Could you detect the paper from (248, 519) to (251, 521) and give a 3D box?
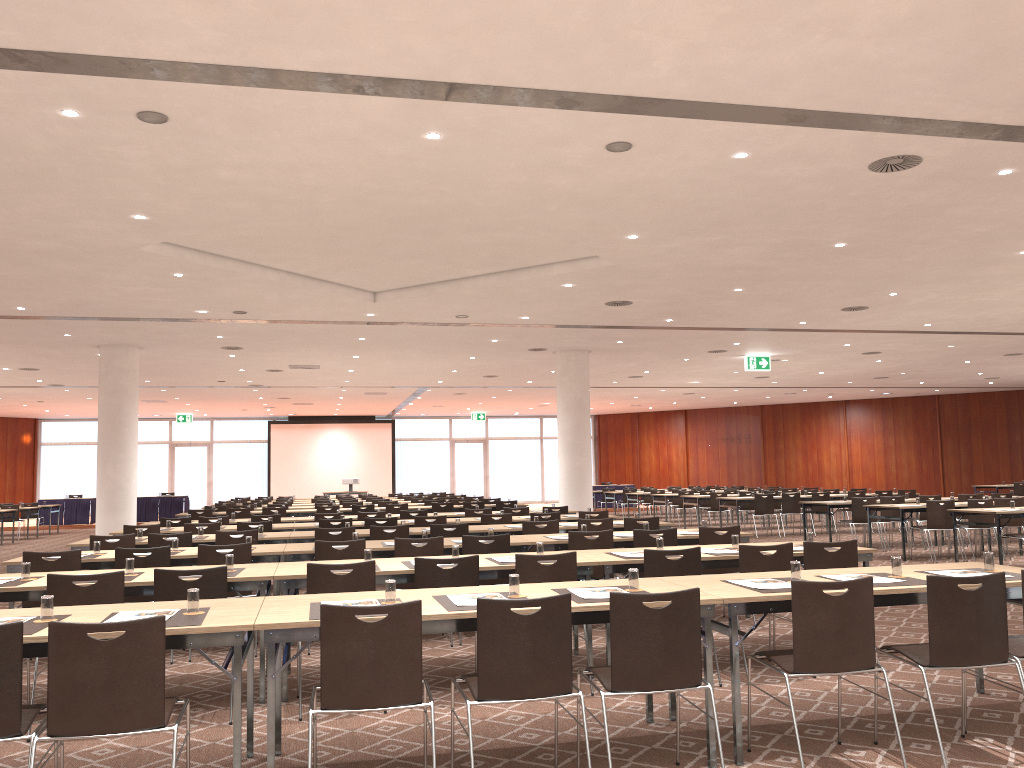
[{"bbox_3d":[-3.883,2.126,13.883,0.460,0.003,0.566,0,-6,-15],"label":"paper"}]

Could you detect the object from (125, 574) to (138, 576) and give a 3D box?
[{"bbox_3d":[-2.627,1.316,6.104,0.102,0.001,0.102,-3,-6,21],"label":"object"}]

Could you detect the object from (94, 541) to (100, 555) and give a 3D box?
[{"bbox_3d":[-3.709,1.464,7.925,0.054,0.114,0.054,-3,-6,21],"label":"object"}]

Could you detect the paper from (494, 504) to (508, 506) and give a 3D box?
[{"bbox_3d":[-0.204,2.491,18.286,0.460,0.003,0.566,0,-6,-16],"label":"paper"}]

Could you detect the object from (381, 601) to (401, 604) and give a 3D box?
[{"bbox_3d":[-0.616,1.115,4.523,0.102,0.001,0.102,-7,-8,43],"label":"object"}]

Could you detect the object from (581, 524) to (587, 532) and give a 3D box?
[{"bbox_3d":[0.723,1.471,8.914,0.054,0.114,0.054,-1,-5,-1],"label":"object"}]

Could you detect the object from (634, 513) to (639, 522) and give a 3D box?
[{"bbox_3d":[1.563,1.677,11.141,0.054,0.114,0.054,1,-6,-24],"label":"object"}]

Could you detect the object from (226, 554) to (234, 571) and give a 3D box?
[{"bbox_3d":[-1.991,1.260,6.254,0.054,0.114,0.054,-3,-6,21],"label":"object"}]

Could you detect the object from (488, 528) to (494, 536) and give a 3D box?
[{"bbox_3d":[-0.208,1.468,8.692,0.054,0.114,0.054,-3,-6,21],"label":"object"}]

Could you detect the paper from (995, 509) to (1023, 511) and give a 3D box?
[{"bbox_3d":[6.849,1.731,12.191,0.460,0.003,0.566,0,-6,-13],"label":"paper"}]

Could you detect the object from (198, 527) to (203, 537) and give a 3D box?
[{"bbox_3d":[-3.511,1.669,10.007,0.054,0.114,0.054,1,-6,-24],"label":"object"}]

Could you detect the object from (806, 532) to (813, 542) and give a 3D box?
[{"bbox_3d":[2.437,1.269,7.257,0.054,0.114,0.054,1,-6,-24],"label":"object"}]

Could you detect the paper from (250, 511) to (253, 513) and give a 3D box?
[{"bbox_3d":[-5.259,2.482,17.145,0.460,0.003,0.566,0,-6,-13],"label":"paper"}]

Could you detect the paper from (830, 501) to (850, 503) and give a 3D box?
[{"bbox_3d":[5.960,2.142,16.097,0.460,0.003,0.566,0,-6,-11],"label":"paper"}]

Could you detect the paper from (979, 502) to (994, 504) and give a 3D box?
[{"bbox_3d":[7.674,1.941,14.449,0.460,0.003,0.566,0,-6,-10],"label":"paper"}]

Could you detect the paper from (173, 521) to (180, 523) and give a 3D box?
[{"bbox_3d":[-5.196,2.130,13.687,0.283,0.006,0.398,0,-6,-13],"label":"paper"}]

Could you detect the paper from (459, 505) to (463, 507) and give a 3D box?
[{"bbox_3d":[-0.856,2.489,18.130,0.460,0.003,0.566,0,-6,-11],"label":"paper"}]

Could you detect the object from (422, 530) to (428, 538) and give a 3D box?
[{"bbox_3d":[-0.841,1.467,8.554,0.054,0.114,0.054,-3,-6,21],"label":"object"}]

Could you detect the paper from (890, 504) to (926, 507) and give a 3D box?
[{"bbox_3d":[6.386,1.937,14.140,0.460,0.003,0.566,0,-6,-15],"label":"paper"}]

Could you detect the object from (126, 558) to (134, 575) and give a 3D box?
[{"bbox_3d":[-2.638,1.261,6.123,0.054,0.114,0.054,-1,-5,-1],"label":"object"}]

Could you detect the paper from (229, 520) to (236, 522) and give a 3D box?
[{"bbox_3d":[-4.526,2.126,13.750,0.460,0.003,0.566,0,-6,-14],"label":"paper"}]

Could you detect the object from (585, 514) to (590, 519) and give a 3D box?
[{"bbox_3d":[0.939,1.675,10.990,0.054,0.114,0.054,-6,-7,43],"label":"object"}]

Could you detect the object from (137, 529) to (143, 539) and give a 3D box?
[{"bbox_3d":[-4.140,1.668,9.867,0.054,0.114,0.054,1,-6,-24],"label":"object"}]

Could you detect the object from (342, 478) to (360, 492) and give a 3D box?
[{"bbox_3d":[-5.574,3.489,30.664,0.576,0.472,0.615,0,-6,-13],"label":"object"}]

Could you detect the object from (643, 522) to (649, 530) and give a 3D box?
[{"bbox_3d":[1.372,1.471,9.054,0.054,0.114,0.054,-6,-7,43],"label":"object"}]

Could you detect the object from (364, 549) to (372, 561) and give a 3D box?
[{"bbox_3d":[-1.049,1.262,6.462,0.054,0.114,0.054,1,-6,-24],"label":"object"}]

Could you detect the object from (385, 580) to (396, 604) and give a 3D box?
[{"bbox_3d":[-0.619,1.057,4.517,0.054,0.114,0.054,-6,-7,43],"label":"object"}]

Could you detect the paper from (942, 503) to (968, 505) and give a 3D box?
[{"bbox_3d":[7.030,1.938,14.290,0.460,0.003,0.566,0,-6,-12],"label":"paper"}]

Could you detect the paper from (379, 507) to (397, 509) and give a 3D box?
[{"bbox_3d":[-2.426,2.486,17.771,0.460,0.003,0.566,0,-6,-12],"label":"paper"}]

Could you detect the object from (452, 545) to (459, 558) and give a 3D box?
[{"bbox_3d":[-0.421,1.265,6.622,0.054,0.114,0.054,1,-6,-24],"label":"object"}]

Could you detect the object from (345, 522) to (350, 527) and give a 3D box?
[{"bbox_3d":[-1.921,1.671,10.361,0.054,0.114,0.054,1,-6,-24],"label":"object"}]

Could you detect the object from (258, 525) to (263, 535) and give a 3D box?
[{"bbox_3d":[-2.873,1.669,10.142,0.054,0.114,0.054,-6,-7,43],"label":"object"}]

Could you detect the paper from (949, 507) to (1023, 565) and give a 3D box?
[{"bbox_3d":[7.444,2.165,12.453,2.267,0.832,0.954,0,-6,-13],"label":"paper"}]

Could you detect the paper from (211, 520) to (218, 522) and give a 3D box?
[{"bbox_3d":[-4.556,2.127,13.791,0.283,0.006,0.398,0,-6,-12],"label":"paper"}]

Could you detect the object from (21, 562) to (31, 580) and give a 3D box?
[{"bbox_3d":[-3.271,1.258,5.966,0.054,0.114,0.054,1,-6,-24],"label":"object"}]

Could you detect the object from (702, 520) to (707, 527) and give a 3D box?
[{"bbox_3d":[1.997,1.473,9.203,0.054,0.114,0.054,-6,-7,43],"label":"object"}]

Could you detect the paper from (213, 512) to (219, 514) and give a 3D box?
[{"bbox_3d":[-5.879,2.480,16.999,0.460,0.003,0.566,0,-6,-13],"label":"paper"}]

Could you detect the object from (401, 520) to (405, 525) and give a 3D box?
[{"bbox_3d":[-1.289,1.672,10.495,0.054,0.114,0.054,1,-6,-24],"label":"object"}]

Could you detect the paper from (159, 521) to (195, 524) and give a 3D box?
[{"bbox_3d":[-5.137,2.123,13.592,0.460,0.003,0.566,0,-6,-11],"label":"paper"}]

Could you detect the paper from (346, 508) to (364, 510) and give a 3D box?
[{"bbox_3d":[-3.067,2.488,17.657,0.460,0.003,0.566,0,-6,-14],"label":"paper"}]

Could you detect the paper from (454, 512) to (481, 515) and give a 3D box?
[{"bbox_3d":[-0.702,2.132,14.604,0.460,0.003,0.566,0,-6,-12],"label":"paper"}]

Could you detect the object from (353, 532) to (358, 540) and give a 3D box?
[{"bbox_3d":[-1.483,1.466,8.405,0.054,0.114,0.054,-3,-6,21],"label":"object"}]

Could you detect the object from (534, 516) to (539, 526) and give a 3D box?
[{"bbox_3d":[0.298,1.675,10.861,0.054,0.114,0.054,-6,-7,43],"label":"object"}]

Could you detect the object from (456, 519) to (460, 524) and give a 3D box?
[{"bbox_3d":[-0.649,1.672,10.635,0.054,0.114,0.054,-3,-6,21],"label":"object"}]

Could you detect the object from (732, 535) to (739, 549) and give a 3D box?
[{"bbox_3d":[1.793,1.268,7.117,0.054,0.114,0.054,-3,-6,21],"label":"object"}]

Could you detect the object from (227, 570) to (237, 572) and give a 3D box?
[{"bbox_3d":[-1.991,1.317,6.247,0.102,0.001,0.102,1,-6,-24],"label":"object"}]

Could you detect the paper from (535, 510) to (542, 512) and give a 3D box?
[{"bbox_3d":[0.490,2.134,14.916,0.283,0.006,0.398,0,-6,-15],"label":"paper"}]

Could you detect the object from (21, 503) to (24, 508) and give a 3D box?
[{"bbox_3d":[-13.065,3.242,23.678,0.054,0.114,0.054,1,-6,-24],"label":"object"}]

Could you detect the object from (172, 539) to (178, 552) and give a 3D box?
[{"bbox_3d":[-3.062,1.465,8.063,0.054,0.114,0.054,-6,-7,43],"label":"object"}]

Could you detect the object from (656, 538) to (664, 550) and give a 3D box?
[{"bbox_3d":[1.163,1.266,6.970,0.054,0.114,0.054,-3,-6,21],"label":"object"}]

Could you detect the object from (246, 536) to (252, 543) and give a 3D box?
[{"bbox_3d":[-2.434,1.465,8.201,0.054,0.114,0.054,-6,-7,43],"label":"object"}]

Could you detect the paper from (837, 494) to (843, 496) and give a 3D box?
[{"bbox_3d":[7.420,2.503,19.988,0.460,0.003,0.566,0,-6,-16],"label":"paper"}]

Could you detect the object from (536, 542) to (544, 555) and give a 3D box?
[{"bbox_3d":[0.214,1.265,6.760,0.054,0.114,0.054,1,-6,-24],"label":"object"}]
